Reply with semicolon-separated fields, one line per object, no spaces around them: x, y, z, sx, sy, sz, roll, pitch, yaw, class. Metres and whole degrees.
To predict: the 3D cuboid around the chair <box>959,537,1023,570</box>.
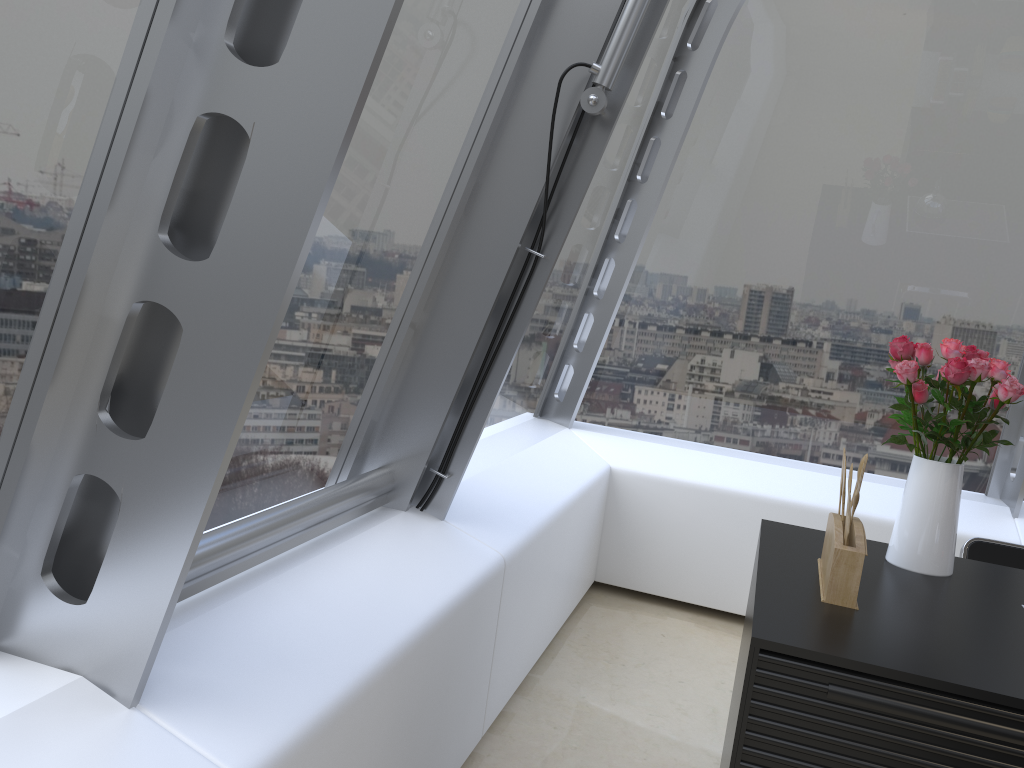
1.478;0.934;2.563;0.418;0.857;0.460;10;7;17;chair

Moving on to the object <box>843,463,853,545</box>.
0.729;0.320;1.936;0.027;0.299;0.055;10;7;17;object

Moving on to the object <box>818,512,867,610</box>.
0.764;0.392;2.055;0.084;0.157;0.353;10;7;17;object

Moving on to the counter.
2.390;0.741;1.606;3.800;0.018;1.006;9;7;16;counter

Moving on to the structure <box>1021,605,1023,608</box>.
1.413;0.607;1.723;0.640;0.041;0.562;9;7;16;structure

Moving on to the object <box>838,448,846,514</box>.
0.806;0.304;2.178;0.030;0.294;0.057;10;7;17;object

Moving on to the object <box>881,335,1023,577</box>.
1.092;0.180;2.273;0.327;0.596;0.350;10;7;23;object

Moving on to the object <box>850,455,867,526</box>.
0.794;0.314;2.076;0.019;0.299;0.057;10;7;17;object

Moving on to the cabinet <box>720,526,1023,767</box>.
2.334;1.163;1.655;3.800;0.838;1.007;9;7;16;cabinet

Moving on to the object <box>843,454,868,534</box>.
0.811;0.310;2.138;0.039;0.298;0.068;10;7;17;object

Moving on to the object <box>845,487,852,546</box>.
0.718;0.341;1.903;0.016;0.259;0.199;11;7;27;object

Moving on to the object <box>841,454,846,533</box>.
0.765;0.313;2.049;0.040;0.299;0.061;9;7;15;object
